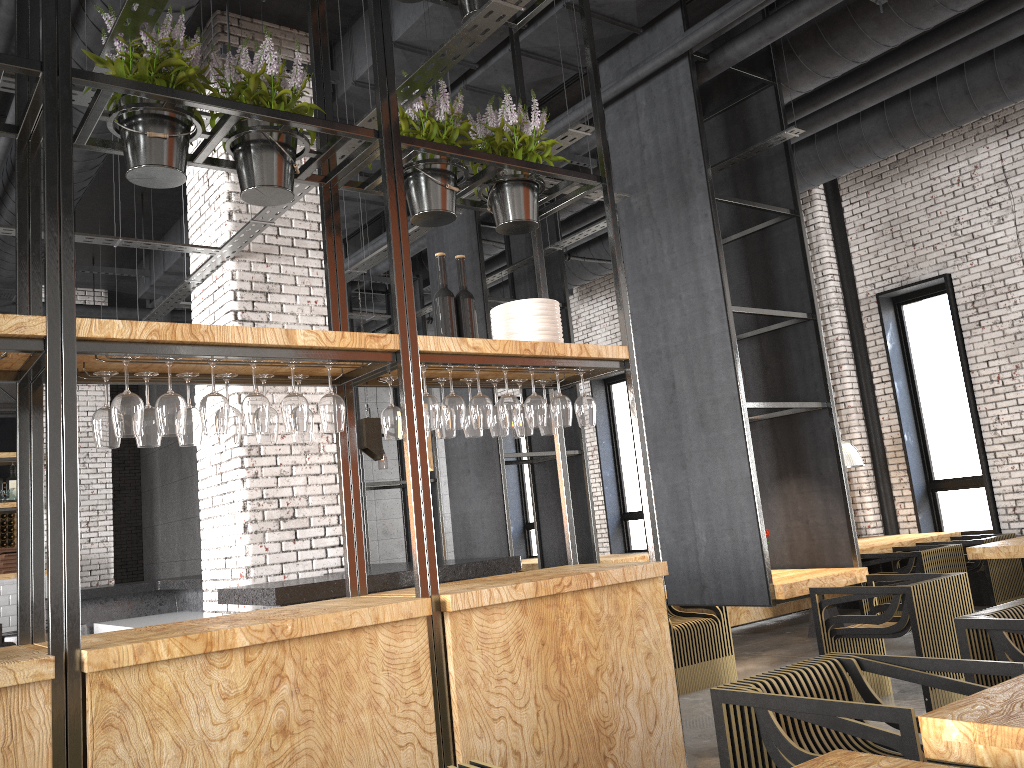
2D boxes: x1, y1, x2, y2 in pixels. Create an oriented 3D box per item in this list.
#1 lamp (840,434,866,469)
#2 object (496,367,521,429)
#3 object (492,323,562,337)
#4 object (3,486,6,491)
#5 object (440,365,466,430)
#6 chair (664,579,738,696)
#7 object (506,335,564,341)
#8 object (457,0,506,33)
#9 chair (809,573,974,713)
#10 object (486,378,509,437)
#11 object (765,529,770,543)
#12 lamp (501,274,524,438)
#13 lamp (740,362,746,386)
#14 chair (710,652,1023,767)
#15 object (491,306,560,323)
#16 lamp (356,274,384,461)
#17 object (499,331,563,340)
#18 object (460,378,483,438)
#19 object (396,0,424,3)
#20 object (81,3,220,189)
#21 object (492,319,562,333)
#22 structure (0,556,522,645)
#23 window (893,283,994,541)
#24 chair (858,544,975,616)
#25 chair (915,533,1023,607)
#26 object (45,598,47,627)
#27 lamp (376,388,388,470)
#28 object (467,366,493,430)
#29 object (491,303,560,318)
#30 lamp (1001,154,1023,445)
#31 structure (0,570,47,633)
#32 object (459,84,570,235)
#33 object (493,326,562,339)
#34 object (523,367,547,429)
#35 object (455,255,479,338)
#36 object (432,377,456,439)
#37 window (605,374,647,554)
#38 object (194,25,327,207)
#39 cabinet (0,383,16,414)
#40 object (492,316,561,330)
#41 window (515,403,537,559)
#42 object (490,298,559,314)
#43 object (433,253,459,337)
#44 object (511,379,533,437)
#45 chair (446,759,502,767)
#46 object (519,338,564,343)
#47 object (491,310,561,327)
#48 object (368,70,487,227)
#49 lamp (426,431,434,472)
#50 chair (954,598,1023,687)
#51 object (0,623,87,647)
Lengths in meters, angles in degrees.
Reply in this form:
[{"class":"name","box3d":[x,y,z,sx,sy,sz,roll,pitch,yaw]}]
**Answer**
[{"class":"lamp","box3d":[3.003,-0.359,8.765,0.536,2.414,0.535,-6,-10,-1]},{"class":"object","box3d":[-0.018,0.058,3.854,0.101,0.268,0.100,-9,-10,16]},{"class":"object","box3d":[0.075,-0.237,4.228,0.335,0.041,0.333,-3,-9,-15]},{"class":"object","box3d":[-7.663,1.572,13.364,0.079,0.079,0.283,1,-12,-37]},{"class":"object","box3d":[-0.247,0.055,3.683,0.101,0.268,0.100,-6,-10,-1]},{"class":"chair","box3d":[1.159,1.851,6.563,0.657,0.733,0.636,1,-12,-34]},{"class":"object","box3d":[0.081,-0.180,4.218,0.334,0.037,0.334,-9,-9,19]},{"class":"object","box3d":[-0.183,-2.123,4.571,0.416,0.561,0.465,-4,-10,-13]},{"class":"chair","box3d":[2.250,1.515,5.168,0.657,0.733,0.636,2,-12,-38]},{"class":"object","box3d":[-0.069,0.113,4.166,0.101,0.268,0.100,-9,-10,16]},{"class":"object","box3d":[1.673,1.116,5.992,0.156,0.356,0.170,-8,-10,11]},{"class":"lamp","box3d":[-0.021,-0.291,8.310,0.108,1.604,0.108,-8,-10,9]},{"class":"lamp","box3d":[1.494,-0.767,6.304,0.108,1.604,0.108,-10,-11,24]},{"class":"chair","box3d":[1.085,1.224,2.568,0.657,0.733,0.636,2,-12,-38]},{"class":"object","box3d":[0.066,-0.310,4.242,0.334,0.044,0.334,-10,-10,23]},{"class":"lamp","box3d":[-1.062,-0.146,6.368,0.127,1.400,0.127,2,-13,-37]},{"class":"object","box3d":[0.078,-0.199,4.221,0.334,0.040,0.334,-9,-9,16]},{"class":"object","box3d":[-0.187,0.111,4.077,0.101,0.268,0.100,-9,-10,16]},{"class":"object","box3d":[-0.501,-2.141,4.252,0.416,0.561,0.466,-11,-11,25]},{"class":"object","box3d":[-1.361,-1.045,3.376,0.467,0.561,0.415,-6,-10,2]},{"class":"object","box3d":[0.073,-0.252,4.231,0.334,0.039,0.333,-1,-10,-29]},{"class":"structure","box3d":[-3.338,1.888,6.274,4.309,1.539,5.858,1,-11,-37]},{"class":"window","box3d":[4.556,0.288,9.339,0.365,2.708,0.746,2,-13,-37]},{"class":"chair","box3d":[3.390,1.765,7.484,0.657,0.733,0.636,1,-12,-36]},{"class":"chair","box3d":[4.212,1.781,8.122,0.657,0.733,0.636,2,-12,-38]},{"class":"object","box3d":[-4.437,2.559,8.357,0.399,1.039,0.396,-6,-10,-2]},{"class":"lamp","box3d":[-1.565,0.195,10.355,0.108,1.604,0.108,-5,-10,-5]},{"class":"object","box3d":[-0.136,0.057,3.765,0.101,0.268,0.100,-9,-10,16]},{"class":"object","box3d":[0.065,-0.329,4.244,0.334,0.039,0.334,-11,-10,27]},{"class":"lamp","box3d":[4.199,-0.735,7.180,0.536,2.414,0.535,-6,-10,-1]},{"class":"structure","box3d":[-7.990,2.909,9.007,5.799,1.350,1.506,1,-12,-37]},{"class":"object","box3d":[0.003,-1.032,4.353,0.467,0.561,0.415,3,-13,-43]},{"class":"object","box3d":[0.076,-0.218,4.225,0.334,0.039,0.334,-9,-10,19]},{"class":"object","box3d":[0.100,0.060,3.942,0.101,0.268,0.100,-9,-10,16]},{"class":"object","box3d":[-0.216,-0.356,4.041,0.098,0.473,0.098,-9,-10,15]},{"class":"object","box3d":[-0.305,0.110,3.989,0.101,0.268,0.100,-9,-10,16]},{"class":"window","box3d":[1.735,1.175,13.076,0.365,2.708,0.746,2,-13,-37]},{"class":"object","box3d":[-1.030,-1.035,3.659,0.416,0.561,0.466,-9,-10,20]},{"class":"cabinet","box3d":[-9.670,0.295,11.419,5.862,1.774,0.680,1,-12,-37]},{"class":"object","box3d":[0.071,-0.272,4.234,0.334,0.043,0.334,-12,-11,36]},{"class":"window","box3d":[0.309,1.623,14.965,0.365,2.708,0.746,2,-13,-37]},{"class":"object","box3d":[0.063,-0.348,4.249,0.334,0.039,0.334,-10,-10,26]},{"class":"object","box3d":[-0.302,-0.357,3.977,0.098,0.473,0.098,-9,-10,15]},{"class":"object","box3d":[0.049,0.115,4.254,0.101,0.268,0.100,-9,-10,16]},{"class":"chair","box3d":[-0.142,1.204,1.639,0.657,0.733,0.636,1,-12,-34]},{"class":"object","box3d":[0.082,-0.161,4.216,0.334,0.046,0.334,-12,-11,33]},{"class":"object","box3d":[0.068,-0.291,4.238,0.334,0.041,0.334,-10,-10,22]},{"class":"object","box3d":[-0.392,-1.028,4.121,0.467,0.561,0.415,-1,-11,-29]},{"class":"lamp","box3d":[-0.670,-0.192,5.846,0.127,1.552,0.127,2,-13,-37]},{"class":"chair","box3d":[2.250,1.238,3.421,0.657,0.733,0.636,1,-12,-37]},{"class":"object","box3d":[-2.012,1.581,3.786,0.399,1.039,0.396,-6,-10,-2]}]
